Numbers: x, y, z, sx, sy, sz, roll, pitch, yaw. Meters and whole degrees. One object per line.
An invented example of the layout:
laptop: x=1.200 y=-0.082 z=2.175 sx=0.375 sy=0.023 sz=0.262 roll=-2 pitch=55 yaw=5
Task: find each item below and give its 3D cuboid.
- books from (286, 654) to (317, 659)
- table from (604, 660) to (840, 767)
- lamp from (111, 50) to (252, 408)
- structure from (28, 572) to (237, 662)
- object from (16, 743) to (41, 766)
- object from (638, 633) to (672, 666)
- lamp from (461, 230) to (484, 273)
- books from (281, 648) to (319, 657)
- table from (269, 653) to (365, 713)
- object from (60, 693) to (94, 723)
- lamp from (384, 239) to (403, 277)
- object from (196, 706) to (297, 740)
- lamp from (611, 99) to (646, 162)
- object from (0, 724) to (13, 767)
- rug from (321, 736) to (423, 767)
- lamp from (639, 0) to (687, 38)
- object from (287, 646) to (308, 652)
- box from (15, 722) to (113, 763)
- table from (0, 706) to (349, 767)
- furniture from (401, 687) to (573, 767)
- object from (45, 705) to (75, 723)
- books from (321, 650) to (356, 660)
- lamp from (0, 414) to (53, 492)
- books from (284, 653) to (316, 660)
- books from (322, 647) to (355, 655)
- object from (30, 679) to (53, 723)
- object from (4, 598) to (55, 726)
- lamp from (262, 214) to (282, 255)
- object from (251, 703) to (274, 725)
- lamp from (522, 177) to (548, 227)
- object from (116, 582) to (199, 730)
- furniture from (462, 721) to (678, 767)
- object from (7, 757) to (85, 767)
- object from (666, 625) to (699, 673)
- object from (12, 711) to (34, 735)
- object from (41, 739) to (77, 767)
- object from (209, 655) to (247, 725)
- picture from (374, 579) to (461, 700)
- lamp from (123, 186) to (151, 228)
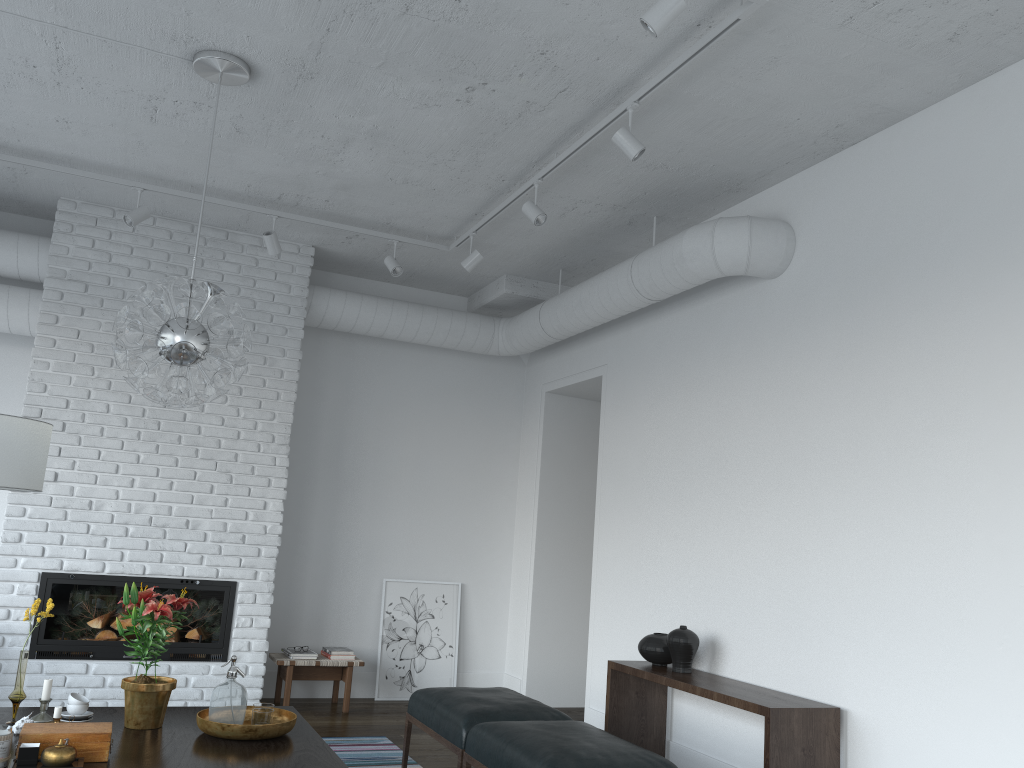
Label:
books: x=-1.476 y=1.887 z=6.179 sx=0.171 sy=0.011 sz=0.306 roll=9 pitch=-11 yaw=-23
table: x=0.952 y=1.767 z=4.318 sx=0.375 sy=0.617 sz=1.362 roll=8 pitch=-11 yaw=-23
lamp: x=-1.352 y=-0.667 z=3.832 sx=0.552 sy=1.546 sz=0.552 roll=11 pitch=-13 yaw=-35
structure: x=-2.482 y=1.551 z=5.868 sx=1.168 sy=0.578 sz=0.675 roll=8 pitch=-11 yaw=-23
object: x=-1.528 y=1.171 z=2.805 sx=0.058 sy=0.055 sz=0.058 roll=8 pitch=-11 yaw=-23
object: x=0.814 y=1.457 z=4.870 sx=0.245 sy=0.168 sz=0.245 roll=10 pitch=-12 yaw=-31
lamp: x=-0.250 y=-0.850 z=5.654 sx=0.154 sy=0.285 sz=0.104 roll=1 pitch=-11 yaw=17
books: x=-1.481 y=1.874 z=6.190 sx=0.202 sy=0.019 sz=0.280 roll=9 pitch=-11 yaw=-25
table: x=-1.385 y=2.087 z=6.200 sx=0.605 sy=0.345 sz=0.405 roll=8 pitch=-11 yaw=-23
object: x=-1.696 y=1.267 z=3.463 sx=0.121 sy=0.113 sz=0.124 roll=5 pitch=-10 yaw=-3
lamp: x=-0.782 y=-0.847 z=5.882 sx=0.154 sy=0.285 sz=0.093 roll=-6 pitch=-14 yaw=44
object: x=-1.051 y=1.345 z=3.510 sx=0.383 sy=0.068 sz=0.383 roll=0 pitch=-11 yaw=19
lamp: x=0.516 y=-1.116 z=3.887 sx=0.154 sy=0.285 sz=0.100 roll=4 pitch=-10 yaw=0
object: x=-1.644 y=1.153 z=2.816 sx=0.106 sy=0.116 sz=0.117 roll=14 pitch=-14 yaw=-42
rug: x=-1.269 y=1.710 z=3.173 sx=2.735 sy=0.012 sz=3.760 roll=8 pitch=-11 yaw=-23
lamp: x=0.503 y=-1.289 z=2.940 sx=0.154 sy=0.285 sz=0.088 roll=0 pitch=-11 yaw=22
object: x=-1.498 y=1.846 z=6.196 sx=0.093 sy=0.038 sz=0.134 roll=-3 pitch=-12 yaw=33
box: x=-1.498 y=1.204 z=2.978 sx=0.294 sy=0.093 sz=0.169 roll=8 pitch=-11 yaw=-23
table: x=-1.354 y=1.504 z=3.207 sx=1.306 sy=0.394 sz=1.362 roll=8 pitch=-11 yaw=-23
furniture: x=-0.124 y=1.764 z=4.331 sx=0.584 sy=0.478 sz=0.828 roll=8 pitch=-11 yaw=-23
object: x=-1.693 y=1.247 z=3.300 sx=0.102 sy=0.098 sz=0.102 roll=1 pitch=-11 yaw=16
books: x=-1.237 y=1.927 z=6.305 sx=0.185 sy=0.032 sz=0.267 roll=9 pitch=-11 yaw=-25
lamp: x=-1.792 y=0.517 z=1.678 sx=0.432 sy=1.738 sz=2.162 roll=2 pitch=-10 yaw=11
books: x=-1.479 y=1.899 z=6.187 sx=0.172 sy=0.011 sz=0.273 roll=9 pitch=-11 yaw=-23
books: x=-1.238 y=1.900 z=6.317 sx=0.173 sy=0.025 sz=0.238 roll=9 pitch=-11 yaw=-25
object: x=-1.804 y=1.223 z=3.427 sx=0.098 sy=0.174 sz=0.098 roll=10 pitch=-12 yaw=-28
object: x=-1.848 y=1.065 z=3.409 sx=0.121 sy=0.470 sz=0.120 roll=5 pitch=-10 yaw=-7
lamp: x=-1.507 y=-0.953 z=5.583 sx=0.097 sy=0.285 sz=0.154 roll=1 pitch=-11 yaw=17
object: x=-1.001 y=1.341 z=3.552 sx=0.085 sy=0.089 sz=0.195 roll=7 pitch=-11 yaw=-13
lamp: x=0.124 y=-0.982 z=4.781 sx=0.154 sy=0.285 sz=0.094 roll=-4 pitch=-13 yaw=40
object: x=-1.438 y=1.068 z=3.506 sx=0.275 sy=0.558 sz=0.284 roll=-2 pitch=-12 yaw=29
furniture: x=0.217 y=1.649 z=3.559 sx=0.583 sy=0.476 sz=0.827 roll=8 pitch=-11 yaw=-23
object: x=-1.472 y=1.210 z=2.801 sx=0.214 sy=0.023 sz=0.130 roll=8 pitch=-11 yaw=-23
object: x=0.897 y=1.391 z=4.662 sx=0.171 sy=0.236 sz=0.171 roll=7 pitch=-11 yaw=-18
object: x=-1.802 y=1.249 z=3.268 sx=0.069 sy=0.078 sz=0.124 roll=13 pitch=-13 yaw=-40
object: x=-1.440 y=1.169 z=2.822 sx=0.103 sy=0.077 sz=0.103 roll=-4 pitch=-13 yaw=38
object: x=-1.124 y=1.230 z=3.534 sx=0.143 sy=0.288 sz=0.143 roll=-4 pitch=-13 yaw=38
picture: x=-0.715 y=1.969 z=6.834 sx=0.637 sy=0.884 sz=0.093 roll=8 pitch=-11 yaw=-23
lamp: x=-2.227 y=-1.060 z=5.281 sx=0.090 sy=0.285 sz=0.154 roll=-3 pitch=-13 yaw=35
